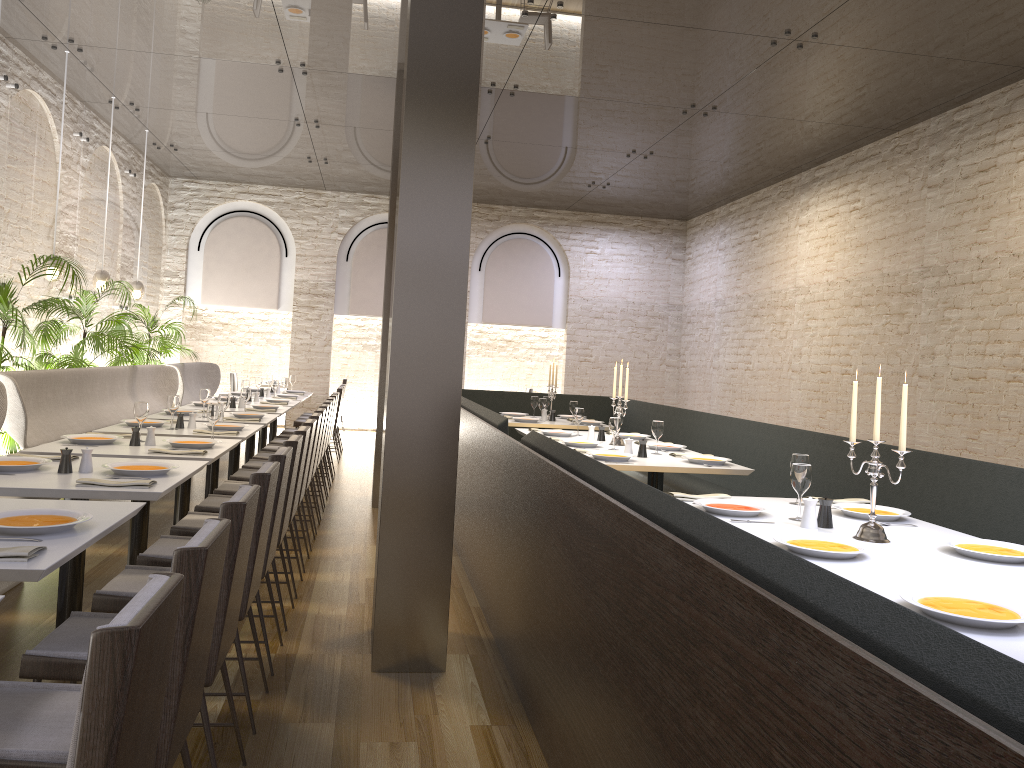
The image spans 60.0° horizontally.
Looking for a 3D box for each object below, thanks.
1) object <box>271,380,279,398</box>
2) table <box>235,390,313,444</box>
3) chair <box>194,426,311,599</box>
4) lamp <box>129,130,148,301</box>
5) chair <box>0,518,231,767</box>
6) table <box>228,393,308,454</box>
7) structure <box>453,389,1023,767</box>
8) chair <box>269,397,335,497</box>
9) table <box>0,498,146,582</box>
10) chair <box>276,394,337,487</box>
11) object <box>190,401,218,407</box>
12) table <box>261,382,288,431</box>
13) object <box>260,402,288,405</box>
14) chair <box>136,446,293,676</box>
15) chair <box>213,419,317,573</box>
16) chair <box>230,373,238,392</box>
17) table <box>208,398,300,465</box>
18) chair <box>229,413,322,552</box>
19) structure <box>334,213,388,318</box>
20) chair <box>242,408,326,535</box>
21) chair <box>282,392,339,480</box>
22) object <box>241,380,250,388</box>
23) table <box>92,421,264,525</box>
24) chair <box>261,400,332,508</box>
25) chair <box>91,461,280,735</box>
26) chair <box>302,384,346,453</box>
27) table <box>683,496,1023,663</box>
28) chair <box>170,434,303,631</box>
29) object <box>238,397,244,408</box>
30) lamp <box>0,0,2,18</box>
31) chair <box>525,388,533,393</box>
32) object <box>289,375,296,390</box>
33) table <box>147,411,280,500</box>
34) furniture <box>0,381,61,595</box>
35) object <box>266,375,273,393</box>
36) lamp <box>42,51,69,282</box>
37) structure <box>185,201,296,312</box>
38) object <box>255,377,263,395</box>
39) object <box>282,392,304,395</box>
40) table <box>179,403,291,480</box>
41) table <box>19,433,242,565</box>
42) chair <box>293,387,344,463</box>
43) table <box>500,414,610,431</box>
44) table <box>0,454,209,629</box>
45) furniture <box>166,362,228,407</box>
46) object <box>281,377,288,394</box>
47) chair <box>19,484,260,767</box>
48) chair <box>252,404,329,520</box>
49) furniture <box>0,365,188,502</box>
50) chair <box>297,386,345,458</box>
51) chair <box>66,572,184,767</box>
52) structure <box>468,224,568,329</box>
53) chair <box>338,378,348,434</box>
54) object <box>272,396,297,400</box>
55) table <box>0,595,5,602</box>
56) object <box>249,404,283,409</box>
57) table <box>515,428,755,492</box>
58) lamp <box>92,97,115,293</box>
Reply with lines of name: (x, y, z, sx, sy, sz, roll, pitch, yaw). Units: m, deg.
object: (-2.642, 0.073, 9.860, 0.086, 0.231, 0.086, 3, -1, 21)
table: (-3.169, 0.491, 11.765, 0.935, 0.760, 1.011, 3, 1, -9)
chair: (-1.442, 0.687, 4.941, 0.565, 0.906, 0.412, 3, -1, -9)
lamp: (-4.421, -2.011, 10.575, 0.177, 2.042, 0.178, 4, -1, -30)
chair: (-0.985, 0.786, 2.039, 0.565, 0.906, 0.412, 3, -1, -9)
table: (-2.992, 0.529, 10.639, 0.935, 0.760, 1.011, 3, 1, -9)
structure: (1.014, 0.774, 5.089, 2.371, 1.001, 10.751, 3, 1, -9)
chair: (-1.979, 0.571, 8.344, 0.565, 0.906, 0.412, 3, -1, -9)
table: (-1.730, 0.802, 2.636, 0.935, 0.760, 1.011, 3, 1, -9)
chair: (-2.071, 0.551, 8.926, 0.565, 0.906, 0.412, 3, -1, -9)
object: (-2.891, 0.195, 8.408, 0.321, 0.036, 0.322, 2, 2, -31)
table: (-3.683, 0.390, 14.591, 0.935, 0.760, 1.011, 3, 1, -9)
object: (-2.481, 0.204, 9.239, 0.273, 0.033, 0.143, 3, 1, -9)
chair: (-1.261, 0.727, 3.794, 0.565, 0.906, 0.412, 3, -1, -9)
chair: (-1.530, 0.668, 5.499, 0.565, 0.906, 0.412, 3, -1, -9)
chair: (-4.328, 0.284, 14.485, 0.565, 0.906, 0.412, 3, -1, -9)
table: (-2.820, 0.566, 9.549, 0.935, 0.760, 1.011, 3, 1, -9)
chair: (-1.623, 0.648, 6.086, 0.565, 0.906, 0.412, 3, -1, -9)
structure: (-1.967, -1.893, 14.163, 1.633, 1.676, 0.098, 3, -1, -9)
chair: (-1.710, 0.629, 6.640, 0.565, 0.906, 0.412, 3, -1, -9)
chair: (-2.158, 0.533, 9.477, 0.565, 0.906, 0.412, 3, -1, -9)
object: (-2.822, 0.075, 9.373, 0.086, 0.231, 0.086, 3, -1, 21)
table: (-2.282, 0.682, 6.140, 0.935, 0.760, 1.011, 3, 1, -9)
chair: (-1.890, 0.591, 7.782, 0.565, 0.906, 0.412, 3, -1, -9)
chair: (-1.173, 0.746, 3.236, 0.565, 0.906, 0.412, 3, -1, -9)
chair: (-2.554, 0.447, 11.993, 0.565, 0.906, 0.412, 3, -1, -9)
table: (1.316, 0.964, 3.000, 1.100, 0.760, 2.539, 3, 1, -9)
chair: (-1.354, 0.707, 4.381, 0.565, 0.906, 0.412, 3, -1, -9)
object: (-2.576, 0.173, 8.436, 0.059, 0.109, 0.059, 3, 0, -17)
lamp: (-3.765, -1.870, 6.420, 0.178, 2.042, 0.177, 3, -1, 12)
chair: (0.039, 0.513, 15.171, 0.565, 0.906, 0.412, 3, -1, -9)
object: (-2.988, -0.002, 12.058, 0.086, 0.231, 0.086, 3, -1, 21)
table: (-2.463, 0.643, 7.288, 0.935, 0.760, 1.011, 3, 1, -9)
furniture: (-2.541, 0.578, 3.004, 0.708, 1.097, 4.477, 3, 1, -9)
object: (-3.169, 0.000, 11.570, 0.086, 0.231, 0.086, 3, -1, 21)
lamp: (-3.984, -1.917, 7.806, 0.177, 2.042, 0.178, 4, -1, -24)
structure: (-4.196, -2.009, 13.813, 1.633, 1.676, 0.098, 3, -1, -9)
object: (-2.993, 0.038, 10.456, 0.086, 0.231, 0.086, 3, -1, 21)
object: (-2.831, 0.128, 11.455, 0.273, 0.033, 0.143, 3, 1, -9)
table: (-2.646, 0.604, 8.444, 0.935, 0.760, 1.011, 3, 1, -9)
table: (-2.101, 0.722, 4.991, 0.935, 0.760, 1.011, 3, 1, -9)
chair: (-2.377, 0.485, 10.869, 0.565, 0.906, 0.412, 3, -1, -9)
table: (0.344, 0.754, 9.165, 1.100, 0.760, 1.188, 3, 1, -9)
table: (-1.924, 0.760, 3.872, 0.935, 0.760, 1.011, 3, 1, -9)
furniture: (-3.836, 0.298, 11.219, 0.707, 1.098, 2.585, 3, 1, -9)
object: (-2.813, 0.036, 10.944, 0.086, 0.231, 0.086, 3, -1, 21)
chair: (-1.077, 0.766, 2.626, 0.565, 0.906, 0.412, 3, -1, -9)
chair: (-1.798, 0.610, 7.197, 0.565, 0.906, 0.412, 3, -1, -9)
furniture: (-3.264, 0.422, 7.587, 0.708, 1.097, 4.477, 3, 1, -9)
chair: (-2.464, 0.466, 11.423, 0.565, 0.906, 0.412, 3, -1, -9)
chair: (-0.897, 0.805, 1.481, 0.565, 0.906, 0.412, 3, -1, -9)
structure: (0.124, -1.783, 14.492, 1.633, 1.676, 0.098, 3, -1, -9)
chair: (-3.034, 0.352, 14.688, 0.565, 0.906, 0.412, 3, -1, -9)
object: (-2.653, 0.167, 10.328, 0.273, 0.033, 0.143, 3, 1, -9)
table: (-1.535, 0.844, 1.400, 0.935, 0.760, 1.011, 3, 1, -9)
object: (-2.361, 0.223, 8.489, 0.321, 0.036, 0.322, 2, 2, -31)
table: (0.742, 0.840, 6.640, 1.100, 0.760, 2.539, 3, 1, -9)
lamp: (-4.205, -1.965, 9.205, 0.177, 2.042, 0.178, 4, -1, -30)
